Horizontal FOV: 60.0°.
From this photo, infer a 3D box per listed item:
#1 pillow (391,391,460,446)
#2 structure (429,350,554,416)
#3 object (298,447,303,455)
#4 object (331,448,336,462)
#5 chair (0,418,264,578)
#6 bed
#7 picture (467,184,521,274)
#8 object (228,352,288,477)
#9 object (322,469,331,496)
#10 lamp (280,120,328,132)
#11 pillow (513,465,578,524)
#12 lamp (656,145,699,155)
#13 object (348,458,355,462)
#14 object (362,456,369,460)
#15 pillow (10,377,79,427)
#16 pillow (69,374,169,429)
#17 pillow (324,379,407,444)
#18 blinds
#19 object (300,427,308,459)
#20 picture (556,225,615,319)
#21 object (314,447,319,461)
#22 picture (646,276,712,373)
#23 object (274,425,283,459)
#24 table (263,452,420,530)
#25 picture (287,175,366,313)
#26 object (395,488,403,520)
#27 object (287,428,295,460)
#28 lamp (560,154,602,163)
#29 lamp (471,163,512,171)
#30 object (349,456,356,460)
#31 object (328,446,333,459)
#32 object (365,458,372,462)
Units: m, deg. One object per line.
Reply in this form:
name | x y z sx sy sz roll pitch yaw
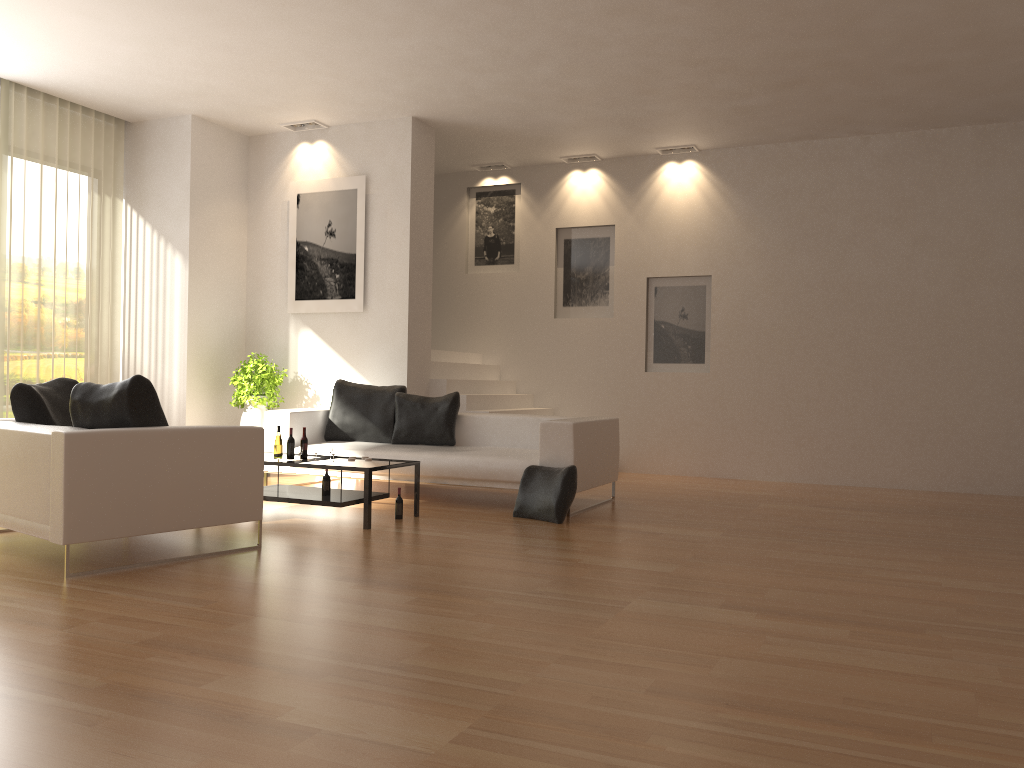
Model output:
pillow | -0.806 0.326 8.336 0.628 0.524 0.270 1 0 8
structure | -1.233 0.302 10.698 4.625 1.403 1.839 1 0 24
object | -1.579 0.525 6.609 0.039 0.101 0.039 1 0 -24
object | -1.328 0.530 6.599 0.039 0.101 0.039 1 0 -18
chair | -2.518 0.609 5.509 1.671 0.761 1.262 1 0 39
bed | -0.683 0.641 8.096 3.075 0.761 1.262 1 0 24
picture | -0.226 -1.978 11.341 0.802 1.155 0.005 1 0 24
object | -2.703 0.323 9.424 0.570 1.324 0.631 1 0 39
object | -1.399 0.735 6.686 0.065 0.217 0.065 1 0 6
lamp | -2.223 -2.836 9.494 0.446 0.166 0.243 1 0 24
pillow | 0.279 0.845 6.846 0.503 0.457 0.340 1 0 43
lamp | 1.899 -2.759 10.177 0.446 0.166 0.243 1 0 24
object | -1.195 0.565 6.600 0.052 0.021 0.052 1 0 -43
object | -1.120 0.566 6.767 0.052 0.021 0.052 1 0 2
pillow | -2.964 0.256 5.808 0.291 0.598 0.660 1 0 13
pillow | -2.233 0.277 5.099 0.506 0.666 0.324 1 0 14
pillow | -1.407 0.289 8.582 0.755 0.666 0.346 1 0 10
blinds | -4.507 -1.012 8.876 0.143 3.861 1.409 1 0 21
object | -1.598 0.457 6.819 0.057 0.248 0.057 1 0 42
picture | 0.900 -1.360 10.831 0.802 1.155 0.005 1 0 24
object | -1.470 0.527 6.657 0.039 0.101 0.039 1 0 -18
picture | 1.951 -0.690 10.354 0.802 1.155 0.005 1 0 24
object | -1.789 0.447 6.796 0.068 0.257 0.067 1 0 42
table | -1.566 0.806 6.805 1.566 0.460 0.709 1 0 24
picture | -1.992 -1.481 9.489 0.979 1.431 0.004 1 0 24
object | -0.848 0.901 6.666 0.059 0.244 0.059 1 0 1
object | -1.684 0.456 6.756 0.059 0.244 0.059 1 0 24
lamp | 0.829 -2.780 10.657 0.446 0.166 0.243 1 0 24
lamp | -0.257 -2.801 11.145 0.446 0.166 0.243 1 0 24
object | -1.213 0.564 6.746 0.052 0.021 0.052 1 0 2
object | -1.394 0.528 6.819 0.039 0.101 0.039 1 0 -18
object | -1.075 0.567 6.632 0.052 0.021 0.052 1 0 2
